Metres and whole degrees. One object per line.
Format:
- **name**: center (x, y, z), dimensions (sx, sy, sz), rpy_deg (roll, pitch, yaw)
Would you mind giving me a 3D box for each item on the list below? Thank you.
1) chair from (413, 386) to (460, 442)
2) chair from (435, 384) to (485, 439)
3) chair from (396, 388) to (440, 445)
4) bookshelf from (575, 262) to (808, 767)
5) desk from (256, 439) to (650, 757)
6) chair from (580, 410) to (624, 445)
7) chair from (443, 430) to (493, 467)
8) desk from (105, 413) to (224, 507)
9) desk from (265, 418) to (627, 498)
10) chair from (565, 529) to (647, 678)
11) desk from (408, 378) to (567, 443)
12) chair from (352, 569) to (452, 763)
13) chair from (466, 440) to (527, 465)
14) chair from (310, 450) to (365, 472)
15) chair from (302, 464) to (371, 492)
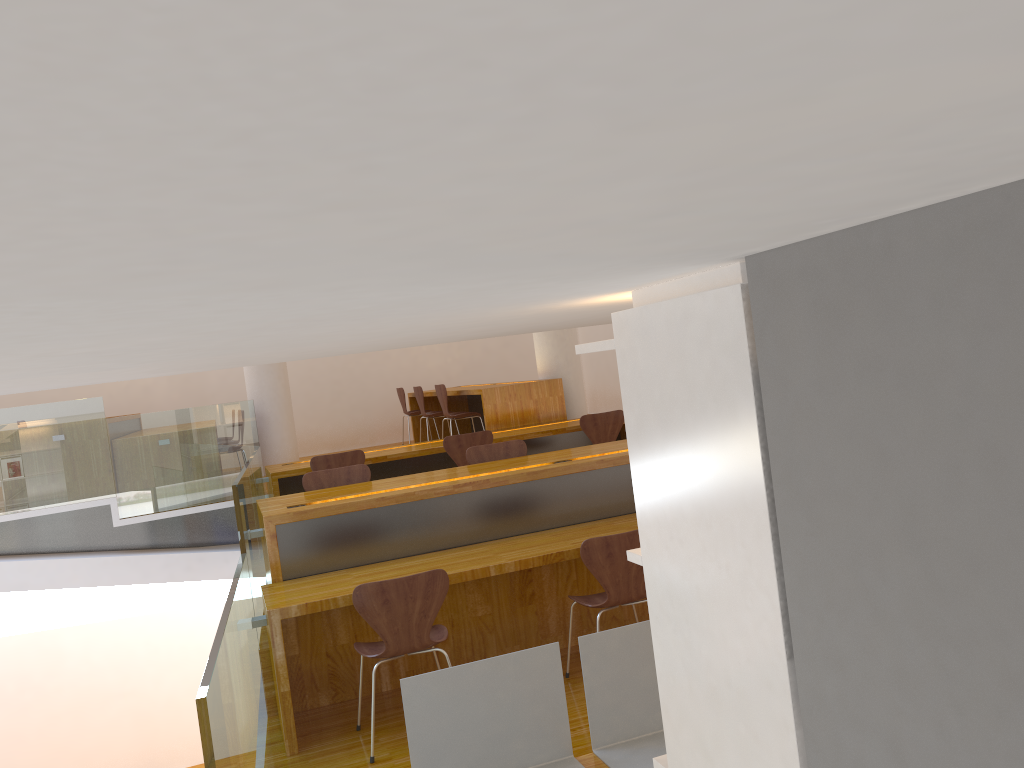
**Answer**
- **chair**: center (-0.784, 0.346, 9.278), dimensions (0.381, 0.693, 0.428), rpy_deg (-8, 1, -18)
- **chair**: center (-0.476, 0.326, 8.357), dimensions (0.381, 0.693, 0.428), rpy_deg (-8, 1, -18)
- **chair**: center (-1.102, 0.365, 10.351), dimensions (0.381, 0.693, 0.428), rpy_deg (-8, 1, -18)
- **bookshelf**: center (1.694, 0.585, 1.724), dimensions (2.984, 1.836, 0.498), rpy_deg (-8, 1, -18)
- **desk**: center (0.342, 0.873, 4.722), dimensions (3.236, 0.918, 1.285), rpy_deg (-8, 1, -18)
- **chair**: center (0.700, 0.570, 7.167), dimensions (0.428, 0.693, 0.381), rpy_deg (-8, 1, -18)
- **chair**: center (-0.339, 0.712, 6.776), dimensions (0.428, 0.693, 0.381), rpy_deg (-8, 1, -18)
- **desk**: center (-3.543, 0.677, 8.288), dimensions (1.527, 0.785, 3.243), rpy_deg (-8, 1, -18)
- **desk**: center (-0.337, 0.750, 7.291), dimensions (3.185, 0.606, 0.760), rpy_deg (-8, 1, -18)
- **chair**: center (0.461, 0.984, 3.988), dimensions (0.428, 0.693, 0.381), rpy_deg (-8, 1, -18)
- **desk**: center (-0.371, 0.330, 9.390), dimensions (0.760, 0.606, 3.185), rpy_deg (-8, 1, -18)
- **chair**: center (-0.452, 1.108, 3.680), dimensions (0.428, 0.693, 0.381), rpy_deg (-8, 1, -18)
- **chair**: center (-0.004, 0.700, 5.255), dimensions (0.428, 0.693, 0.381), rpy_deg (-8, 1, -18)
- **chair**: center (-1.253, 0.836, 6.469), dimensions (0.428, 0.693, 0.381), rpy_deg (-8, 1, -18)
- **chair**: center (-0.917, 0.824, 4.948), dimensions (0.428, 0.693, 0.381), rpy_deg (-8, 1, -18)
